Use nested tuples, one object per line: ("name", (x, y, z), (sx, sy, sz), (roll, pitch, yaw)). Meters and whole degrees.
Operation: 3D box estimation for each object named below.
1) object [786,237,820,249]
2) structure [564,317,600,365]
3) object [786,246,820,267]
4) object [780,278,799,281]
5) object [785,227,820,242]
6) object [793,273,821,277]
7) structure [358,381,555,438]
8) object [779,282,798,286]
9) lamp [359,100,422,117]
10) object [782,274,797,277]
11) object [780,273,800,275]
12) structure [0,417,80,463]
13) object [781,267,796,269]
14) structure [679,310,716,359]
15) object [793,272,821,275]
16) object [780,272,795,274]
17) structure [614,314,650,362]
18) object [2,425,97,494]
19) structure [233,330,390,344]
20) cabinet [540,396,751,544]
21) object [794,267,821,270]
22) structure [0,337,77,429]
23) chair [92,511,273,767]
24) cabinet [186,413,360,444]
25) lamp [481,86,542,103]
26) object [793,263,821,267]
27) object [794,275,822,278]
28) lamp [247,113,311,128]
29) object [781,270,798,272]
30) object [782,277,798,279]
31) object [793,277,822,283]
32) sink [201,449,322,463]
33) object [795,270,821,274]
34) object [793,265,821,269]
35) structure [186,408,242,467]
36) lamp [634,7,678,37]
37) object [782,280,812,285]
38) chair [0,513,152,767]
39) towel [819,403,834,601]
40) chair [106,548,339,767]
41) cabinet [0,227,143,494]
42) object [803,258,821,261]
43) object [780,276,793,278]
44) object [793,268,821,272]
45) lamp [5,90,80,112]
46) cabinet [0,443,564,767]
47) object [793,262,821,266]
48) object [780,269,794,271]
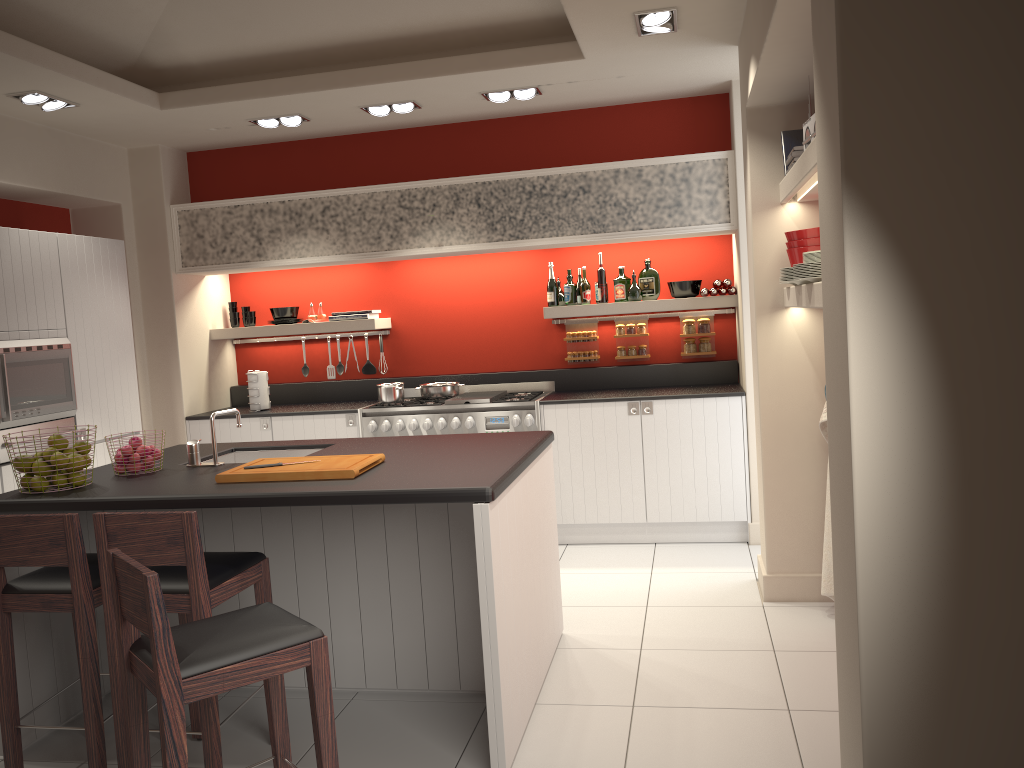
("object", (1.477, -0.639, 4.342), (0.260, 0.159, 0.260), (-4, 4, -7))
("structure", (0.525, -0.321, 6.690), (0.256, 0.347, 0.130), (-3, 4, 11))
("object", (1.483, -0.595, 4.346), (0.260, 0.146, 0.261), (-3, 5, 15))
("object", (1.376, -0.466, 3.964), (0.339, 0.020, 0.339), (-3, 5, 11))
("object", (1.470, -0.688, 4.335), (0.260, 0.161, 0.260), (-5, 5, -21))
("object", (1.315, -0.439, 3.585), (0.339, 0.020, 0.339), (-3, 5, 14))
("structure", (-0.366, 0.584, 6.500), (1.322, 1.084, 0.778), (-3, 4, 11))
("object", (1.489, -0.497, 4.353), (0.339, 0.020, 0.339), (-3, 5, 14))
("lamp", (-0.786, -1.809, 5.749), (0.361, 0.104, 0.199), (-3, 4, 11))
("object", (1.375, -0.485, 3.962), (0.339, 0.020, 0.339), (-3, 5, 11))
("object", (1.375, -0.492, 3.962), (0.339, 0.020, 0.339), (-3, 5, 11))
("structure", (-2.704, 0.314, 5.069), (0.129, 0.177, 0.618), (-3, 4, 11))
("object", (1.373, -0.517, 3.960), (0.339, 0.020, 0.339), (-3, 5, 11))
("structure", (1.364, -0.362, 6.519), (0.256, 0.347, 0.130), (-3, 4, 11))
("object", (1.314, -0.445, 3.585), (0.339, 0.020, 0.339), (-3, 5, 14))
("object", (1.374, -0.498, 3.962), (0.339, 0.020, 0.339), (-3, 5, 11))
("structure", (0.894, -0.339, 6.615), (0.256, 0.347, 0.130), (-3, 4, 11))
("object", (-1.846, 0.302, 3.570), (0.341, 0.232, 0.341), (1, 6, 44))
("structure", (-1.630, -0.379, 7.186), (1.355, 0.034, 0.054), (-3, 4, 11))
("cabinet", (0.954, 0.573, 6.284), (1.361, 0.993, 0.687), (-3, 4, 11))
("object", (1.313, -0.465, 3.583), (0.339, 0.020, 0.339), (-3, 5, 14))
("structure", (-2.805, -0.013, 5.057), (0.332, 0.472, 0.610), (-3, 4, 11))
("chair", (-1.161, 0.916, 3.252), (0.383, 1.008, 0.474), (-3, 4, 13))
("cabinet", (-1.656, 0.700, 6.814), (1.361, 0.993, 0.687), (-3, 4, 11))
("lamp", (-0.002, -1.847, 5.589), (0.361, 0.103, 0.199), (-3, 4, 11))
("object", (1.312, -0.478, 3.583), (0.339, 0.020, 0.339), (-3, 5, 14))
("object", (1.315, -0.433, 3.586), (0.339, 0.020, 0.339), (-3, 5, 14))
("lamp", (-1.550, -1.770, 5.904), (0.361, 0.109, 0.199), (-3, 4, 11))
("object", (1.374, -0.504, 3.961), (0.339, 0.020, 0.339), (-3, 5, 11))
("object", (1.376, -0.472, 3.963), (0.339, 0.020, 0.339), (-3, 5, 11))
("object", (1.316, -0.426, 3.586), (0.339, 0.020, 0.339), (-3, 5, 14))
("sink", (-1.180, 0.479, 4.198), (0.567, 0.258, 0.516), (-3, 4, 11))
("object", (1.314, -0.452, 3.584), (0.339, 0.020, 0.339), (-3, 5, 14))
("object", (1.313, -0.471, 3.583), (0.339, 0.020, 0.339), (-3, 5, 14))
("structure", (-1.347, 0.245, 3.997), (0.183, 0.249, 0.224), (-3, 4, 12))
("lamp", (0.713, -1.799, 4.374), (0.199, 0.090, 0.361), (-3, 5, 11))
("object", (1.377, -0.459, 3.964), (0.339, 0.020, 0.339), (-3, 5, 11))
("chair", (-1.613, 0.938, 3.343), (0.383, 1.008, 0.474), (-3, 4, 11))
("towel", (1.575, 0.444, 4.357), (0.141, 1.361, 0.341), (-3, 4, 12))
("chair", (-0.805, 0.949, 2.526), (0.474, 1.008, 0.383), (-7, 5, -38))
("cabinet", (-3.106, 0.290, 4.825), (0.716, 2.249, 2.559), (-3, 4, 11))
("object", (1.314, -0.505, 3.598), (0.255, 0.015, 0.255), (-4, 4, -7))
("object", (1.376, -0.479, 3.963), (0.339, 0.020, 0.339), (-3, 5, 11))
("object", (1.314, -0.458, 3.584), (0.339, 0.020, 0.339), (-3, 5, 14))
("lamp", (-2.672, -1.624, 5.063), (0.199, 0.084, 0.361), (-3, 5, 11))
("cabinet", (-0.904, 0.891, 3.928), (2.034, 1.010, 1.424), (-3, 4, 11))
("object", (1.312, -0.484, 3.582), (0.339, 0.020, 0.339), (-3, 5, 14))
("object", (1.374, -0.511, 3.961), (0.339, 0.020, 0.339), (-3, 5, 11))
